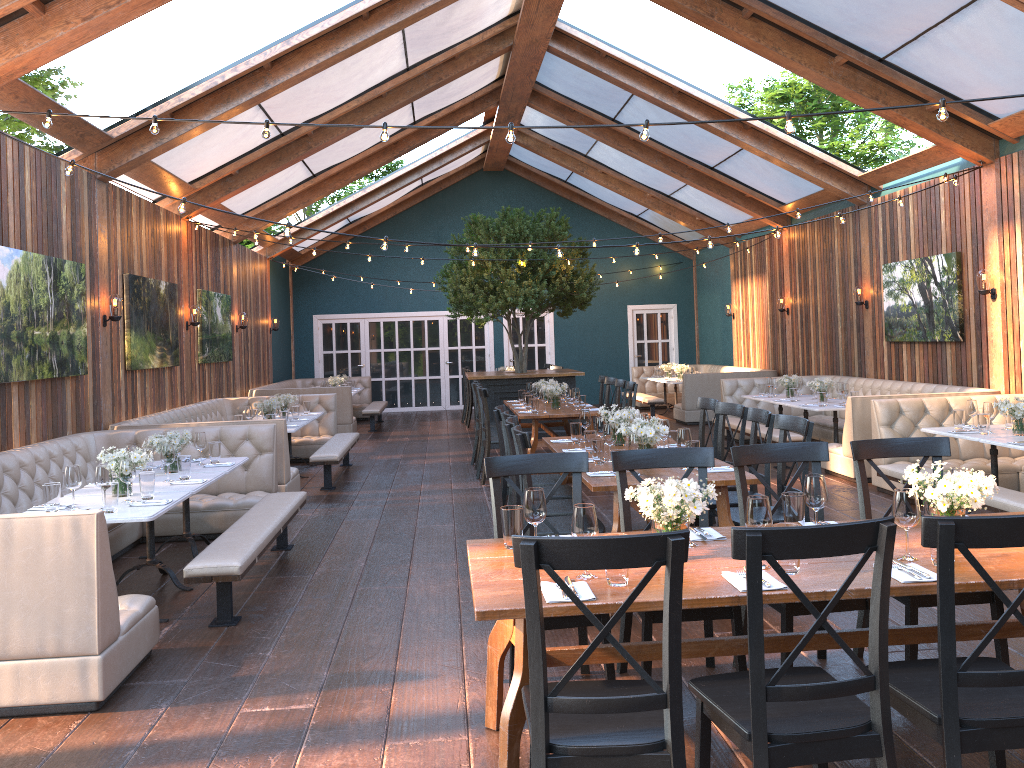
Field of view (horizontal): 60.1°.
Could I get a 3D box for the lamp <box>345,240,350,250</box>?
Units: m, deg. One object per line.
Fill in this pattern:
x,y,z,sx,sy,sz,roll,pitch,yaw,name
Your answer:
-2.024,-1.713,10.900,0.056,0.121,0.056,-2,0,8,lamp

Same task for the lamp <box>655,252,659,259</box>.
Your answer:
2.275,-2.015,13.907,0.056,0.117,0.068,-2,0,-7,lamp

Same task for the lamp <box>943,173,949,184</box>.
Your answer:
4.595,-2.179,9.377,0.056,0.121,0.056,-2,0,17,lamp

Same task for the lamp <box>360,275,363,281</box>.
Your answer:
-2.975,-2.095,17.514,0.056,0.120,0.056,-2,0,11,lamp

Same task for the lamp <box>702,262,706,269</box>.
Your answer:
3.291,-2.031,15.126,0.056,0.118,0.066,-2,0,-28,lamp

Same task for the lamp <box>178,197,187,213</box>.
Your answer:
-2.397,-1.298,6.423,0.056,0.119,0.059,-2,0,27,lamp

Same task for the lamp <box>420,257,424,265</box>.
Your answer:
-1.271,-1.746,12.544,0.056,0.120,0.056,-2,0,-17,lamp

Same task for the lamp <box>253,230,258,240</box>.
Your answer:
-3.227,-1.876,11.135,0.056,0.121,0.056,-2,0,-2,lamp

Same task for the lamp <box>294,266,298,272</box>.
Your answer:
-4.081,-2.172,16.706,0.076,0.114,0.056,-2,0,41,lamp

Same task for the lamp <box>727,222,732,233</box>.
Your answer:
2.436,-1.753,9.933,0.056,0.121,0.056,-2,0,17,lamp

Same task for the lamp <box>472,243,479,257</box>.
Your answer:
-0.303,-1.107,7.306,0.056,0.121,0.056,-2,0,-6,lamp

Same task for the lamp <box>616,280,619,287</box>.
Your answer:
1.844,-1.758,15.527,0.056,0.121,0.056,-2,0,-28,lamp

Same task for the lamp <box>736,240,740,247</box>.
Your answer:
3.682,-2.293,14.436,0.064,0.118,0.056,-2,0,4,lamp

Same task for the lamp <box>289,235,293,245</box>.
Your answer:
-2.762,-1.800,11.048,0.056,0.121,0.056,-2,0,20,lamp

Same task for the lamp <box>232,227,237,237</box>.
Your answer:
-3.509,-1.920,11.187,0.056,0.120,0.056,-2,0,-39,lamp

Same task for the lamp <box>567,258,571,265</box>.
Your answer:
0.860,-1.854,13.372,0.060,0.119,0.056,-2,0,-19,lamp

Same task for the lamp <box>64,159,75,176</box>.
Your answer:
-3.062,-1.498,6.123,0.068,0.117,0.056,-2,0,2,lamp

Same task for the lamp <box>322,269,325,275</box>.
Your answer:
-3.667,-2.180,17.205,0.056,0.121,0.056,-2,0,-20,lamp

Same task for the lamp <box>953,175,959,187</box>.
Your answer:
4.593,-2.103,9.158,0.062,0.119,0.056,-2,0,-21,lamp

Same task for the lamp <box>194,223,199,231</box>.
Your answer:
-4.050,-2.025,11.355,0.056,0.119,0.061,-2,0,31,lamp

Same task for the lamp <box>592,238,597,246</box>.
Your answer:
0.955,-1.637,10.272,0.056,0.121,0.056,-2,0,11,lamp

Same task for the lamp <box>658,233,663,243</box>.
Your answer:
1.695,-1.673,10.123,0.067,0.117,0.056,-2,0,-41,lamp

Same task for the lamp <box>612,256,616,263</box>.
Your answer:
1.572,-1.922,13.640,0.060,0.119,0.056,-2,0,19,lamp

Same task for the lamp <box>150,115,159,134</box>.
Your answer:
-2.239,-1.620,5.533,0.056,0.114,0.075,-2,0,-6,lamp

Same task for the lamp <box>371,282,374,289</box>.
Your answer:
-2.607,-1.833,16.474,0.056,0.119,0.059,-2,0,0,lamp

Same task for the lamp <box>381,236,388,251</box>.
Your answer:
-1.012,-1.114,7.015,0.056,0.120,0.056,-2,0,-44,lamp

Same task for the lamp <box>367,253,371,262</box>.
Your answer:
-1.973,-1.749,12.246,0.056,0.120,0.056,-2,0,-38,lamp

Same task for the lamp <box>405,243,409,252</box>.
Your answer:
-1.278,-1.658,10.750,0.056,0.121,0.056,-2,0,5,lamp

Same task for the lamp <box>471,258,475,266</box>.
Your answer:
-0.560,-1.767,12.820,0.056,0.121,0.056,-2,0,-24,lamp

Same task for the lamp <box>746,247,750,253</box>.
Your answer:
3.983,-2.263,14.941,0.073,0.115,0.056,-2,0,2,lamp

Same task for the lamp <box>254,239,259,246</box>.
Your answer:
-3.359,-1.877,11.637,0.056,0.118,0.065,-2,0,44,lamp

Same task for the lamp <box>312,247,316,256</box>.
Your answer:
-2.665,-1.789,11.933,0.056,0.119,0.062,-2,0,37,lamp

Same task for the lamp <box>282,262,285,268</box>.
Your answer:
-4.354,-2.280,16.887,0.056,0.120,0.056,-2,0,-35,lamp

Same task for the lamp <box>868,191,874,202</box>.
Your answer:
3.884,-2.029,9.566,0.056,0.120,0.056,-2,0,38,lamp

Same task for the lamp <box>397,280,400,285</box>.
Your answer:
-2.283,-2.046,17.827,0.056,0.120,0.056,-2,0,-2,lamp

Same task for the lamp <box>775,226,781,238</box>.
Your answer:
2.528,-1.443,8.401,0.056,0.121,0.056,-2,0,23,lamp

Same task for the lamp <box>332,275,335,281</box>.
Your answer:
-3.352,-1.986,16.594,0.059,0.119,0.056,-2,0,-10,lamp

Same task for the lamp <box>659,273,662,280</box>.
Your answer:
2.573,-1.868,15.322,0.056,0.121,0.056,-2,0,-27,lamp

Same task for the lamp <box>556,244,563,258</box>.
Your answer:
0.410,-1.138,7.585,0.056,0.120,0.056,-2,0,1,lamp

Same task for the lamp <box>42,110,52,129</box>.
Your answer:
-2.980,-1.699,5.674,0.056,0.118,0.064,-2,0,-31,lamp

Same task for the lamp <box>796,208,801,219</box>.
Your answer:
3.161,-1.882,9.766,0.063,0.119,0.056,-2,0,-11,lamp

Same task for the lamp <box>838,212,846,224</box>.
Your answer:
3.227,-1.622,8.660,0.071,0.116,0.056,-2,0,18,lamp

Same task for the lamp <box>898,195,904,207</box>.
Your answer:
3.918,-1.843,8.909,0.060,0.119,0.056,-2,0,18,lamp

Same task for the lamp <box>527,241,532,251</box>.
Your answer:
0.209,-1.625,10.434,0.056,0.121,0.056,-2,0,-29,lamp

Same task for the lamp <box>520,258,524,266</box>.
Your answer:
0.147,-1.804,13.109,0.056,0.121,0.056,-2,0,21,lamp

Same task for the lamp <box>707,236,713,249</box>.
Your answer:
1.823,-1.303,8.136,0.056,0.121,0.056,-2,0,-17,lamp

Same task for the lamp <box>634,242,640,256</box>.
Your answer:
1.109,-1.203,7.877,0.056,0.120,0.056,-2,0,15,lamp

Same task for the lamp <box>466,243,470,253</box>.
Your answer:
-0.529,-1.630,10.600,0.056,0.121,0.056,-2,0,36,lamp

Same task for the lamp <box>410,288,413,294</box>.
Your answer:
-1.856,-1.720,16.311,0.056,0.115,0.074,-2,0,39,lamp

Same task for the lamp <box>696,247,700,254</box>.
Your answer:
2.978,-2.139,14.190,0.056,0.121,0.056,-2,0,-22,lamp

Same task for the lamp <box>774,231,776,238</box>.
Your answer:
4.378,-2.485,14.707,0.056,0.120,0.056,-2,0,25,lamp

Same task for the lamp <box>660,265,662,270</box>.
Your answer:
3.363,-2.635,19.996,0.056,0.121,0.056,-2,0,-22,lamp

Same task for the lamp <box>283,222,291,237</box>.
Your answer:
-1.707,-1.174,6.714,0.056,0.120,0.056,-2,0,-7,lamp
